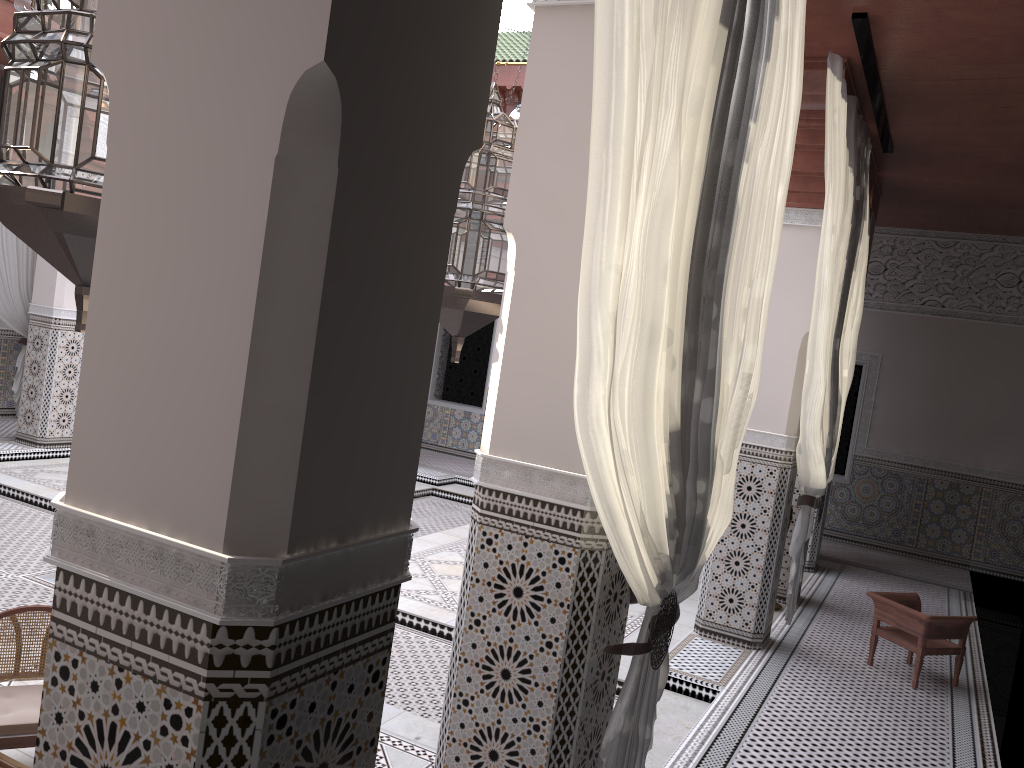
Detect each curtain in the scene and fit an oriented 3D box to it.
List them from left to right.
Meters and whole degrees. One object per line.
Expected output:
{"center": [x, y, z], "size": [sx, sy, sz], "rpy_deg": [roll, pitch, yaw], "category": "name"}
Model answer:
{"center": [-2.514, -0.655, 4.810], "size": [0.048, 1.761, 1.304], "rpy_deg": [10, 3, 26], "category": "curtain"}
{"center": [0.279, -0.069, 1.388], "size": [0.129, 1.764, 1.303], "rpy_deg": [10, 3, 26], "category": "curtain"}
{"center": [1.083, -0.033, 3.041], "size": [0.137, 1.761, 1.304], "rpy_deg": [10, 3, 25], "category": "curtain"}

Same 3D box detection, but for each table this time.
{"center": [-0.859, 0.726, 1.418], "size": [0.330, 0.142, 0.229], "rpy_deg": [10, 3, 26], "category": "table"}

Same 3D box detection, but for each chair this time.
{"center": [-0.937, 0.613, 1.713], "size": [0.263, 0.313, 0.208], "rpy_deg": [7, 3, -28], "category": "chair"}
{"center": [1.360, 0.863, 2.992], "size": [0.234, 0.252, 0.259], "rpy_deg": [7, 3, -25], "category": "chair"}

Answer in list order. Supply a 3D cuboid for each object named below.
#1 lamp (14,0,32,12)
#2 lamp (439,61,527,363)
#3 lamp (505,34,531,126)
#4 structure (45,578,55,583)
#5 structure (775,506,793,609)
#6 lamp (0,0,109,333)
{"center": [-1.606, -1.398, 2.953], "size": [0.090, 0.371, 0.091], "rpy_deg": [6, 4, -39], "category": "lamp"}
{"center": [-0.059, -0.310, 1.561], "size": [0.221, 0.552, 0.216], "rpy_deg": [10, 3, 26], "category": "lamp"}
{"center": [0.048, -0.744, 2.051], "size": [0.091, 0.371, 0.090], "rpy_deg": [7, 3, -29], "category": "lamp"}
{"center": [-1.269, 0.589, 3.141], "size": [0.501, 0.310, 0.528], "rpy_deg": [10, 3, 26], "category": "structure"}
{"center": [1.067, 0.634, 3.626], "size": [0.156, 0.539, 0.156], "rpy_deg": [11, 4, 42], "category": "structure"}
{"center": [-0.389, -0.324, 0.880], "size": [0.221, 0.552, 0.216], "rpy_deg": [10, 3, 26], "category": "lamp"}
